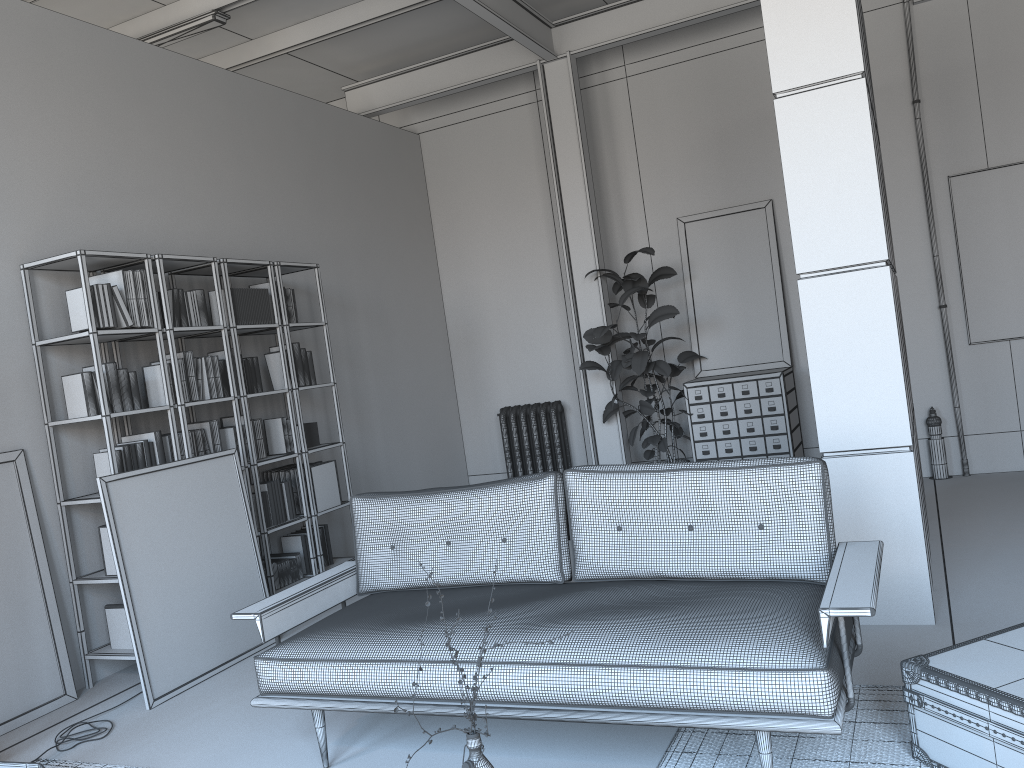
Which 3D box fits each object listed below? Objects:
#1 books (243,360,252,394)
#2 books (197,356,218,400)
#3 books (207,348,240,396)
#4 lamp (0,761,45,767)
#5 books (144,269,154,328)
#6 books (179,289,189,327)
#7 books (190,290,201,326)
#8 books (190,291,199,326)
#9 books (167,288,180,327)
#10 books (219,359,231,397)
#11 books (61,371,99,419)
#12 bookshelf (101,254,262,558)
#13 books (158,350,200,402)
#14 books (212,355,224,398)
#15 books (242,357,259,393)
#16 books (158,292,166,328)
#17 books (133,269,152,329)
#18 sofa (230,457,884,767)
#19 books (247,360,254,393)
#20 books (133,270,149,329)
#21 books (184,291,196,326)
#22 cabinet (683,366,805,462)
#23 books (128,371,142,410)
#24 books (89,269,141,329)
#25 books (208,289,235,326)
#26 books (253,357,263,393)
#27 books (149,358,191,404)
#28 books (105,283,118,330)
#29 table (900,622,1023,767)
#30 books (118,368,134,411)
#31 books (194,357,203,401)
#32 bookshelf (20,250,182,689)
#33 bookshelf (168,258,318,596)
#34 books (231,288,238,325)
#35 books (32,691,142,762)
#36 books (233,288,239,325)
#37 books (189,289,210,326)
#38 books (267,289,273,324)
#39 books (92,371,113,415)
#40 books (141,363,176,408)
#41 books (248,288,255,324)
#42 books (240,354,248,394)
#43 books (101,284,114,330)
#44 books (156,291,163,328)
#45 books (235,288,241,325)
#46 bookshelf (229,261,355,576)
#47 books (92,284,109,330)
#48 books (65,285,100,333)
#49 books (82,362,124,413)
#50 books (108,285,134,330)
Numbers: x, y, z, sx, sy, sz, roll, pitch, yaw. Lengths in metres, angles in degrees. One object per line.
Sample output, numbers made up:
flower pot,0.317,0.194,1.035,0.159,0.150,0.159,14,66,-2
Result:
books,-1.752,-0.033,5.704,0.165,0.227,0.022,-7,2,25
books,-1.873,-0.026,5.315,0.193,0.265,0.062,-7,2,25
books,-1.800,-0.064,5.585,0.224,0.304,0.038,-7,2,25
lamp,-2.365,0.604,2.911,1.194,2.144,1.284,-7,2,37
books,-2.113,-0.453,4.932,0.303,0.326,0.033,-7,2,25
books,-1.995,-0.428,5.221,0.178,0.242,0.057,-7,2,25
books,-1.951,-0.431,5.312,0.180,0.238,0.027,-7,2,25
books,-1.961,-0.426,5.289,0.187,0.232,0.023,-7,2,25
books,-2.004,-0.423,5.153,0.178,0.244,0.077,-7,2,24
books,-1.858,-0.023,5.553,0.180,0.244,0.057,-7,2,25
books,-2.241,0.064,4.608,0.178,0.242,0.057,-7,2,25
bookshelf,-1.907,0.413,5.231,0.455,2.276,0.455,-7,2,25
books,-1.954,-0.032,5.190,0.222,0.303,0.071,-7,2,25
books,-1.857,-0.031,5.379,0.193,0.265,0.062,-7,2,25
books,-1.747,-0.045,5.772,0.180,0.244,0.057,-7,2,25
books,-2.055,-0.404,5.081,0.168,0.224,0.019,-7,2,25
books,-2.118,-0.453,4.895,0.272,0.326,0.027,-7,2,25
sofa,0.127,0.838,3.313,2.347,0.948,0.952,-7,2,25
books,-1.744,-0.034,5.725,0.165,0.227,0.022,-7,2,25
books,-2.149,-0.445,4.863,0.317,0.315,0.056,-7,2,25
books,-1.973,-0.423,5.263,0.196,0.229,0.035,-7,2,25
cabinet,1.958,0.430,7.400,0.796,1.026,0.668,-7,2,25
books,-2.118,0.049,4.871,0.164,0.223,0.052,-7,2,25
books,-2.175,-0.439,4.807,0.319,0.318,0.068,-7,2,25
books,-1.792,-0.464,5.471,0.182,0.240,0.016,-7,2,25
books,-1.732,-0.048,5.830,0.180,0.244,0.057,-7,2,25
books,-1.970,-0.006,5.100,0.193,0.265,0.091,-7,2,25
books,-2.151,-0.397,4.640,0.186,0.236,0.022,-7,2,25
table,1.663,0.974,2.600,0.706,0.330,0.667,-9,2,-20
books,-2.152,0.046,4.804,0.178,0.242,0.083,-7,2,25
books,-1.922,-0.017,5.259,0.193,0.267,0.084,-7,2,26
bookshelf,-2.125,0.457,4.793,0.455,2.276,0.455,-7,2,25
bookshelf,-1.702,0.371,5.700,0.455,2.276,0.455,-7,2,25
books,-1.785,-0.465,5.485,0.182,0.240,0.016,-7,2,25
books,-2.112,0.554,3.476,0.264,2.162,2.306,-8,2,3
books,-1.779,-0.467,5.499,0.182,0.240,0.016,-7,2,25
books,-1.930,-0.441,5.363,0.178,0.242,0.083,-7,2,25
books,-1.650,-0.493,5.784,0.182,0.240,0.016,-7,2,25
books,-2.196,0.057,4.659,0.178,0.244,0.077,-7,2,26
books,-2.005,0.012,5.027,0.178,0.244,0.057,-7,2,25
books,-1.721,-0.478,5.628,0.182,0.240,0.016,-7,2,25
books,-1.800,-0.045,5.663,0.195,0.266,0.091,-7,2,25
books,-2.162,-0.393,4.616,0.179,0.231,0.032,-7,2,25
books,-2.078,-0.405,5.056,0.173,0.231,0.029,-7,2,25
books,-1.772,-0.468,5.514,0.182,0.240,0.016,-7,2,25
bookshelf,-1.493,0.329,6.145,0.455,2.276,0.455,-7,2,25
books,-2.175,-0.390,4.587,0.179,0.231,0.032,-7,2,25
books,-2.200,-0.383,4.551,0.164,0.223,0.052,-7,2,25
books,-2.172,0.032,4.721,0.204,0.278,0.065,-7,2,25
books,-2.124,-0.397,4.697,0.184,0.229,0.107,-7,2,25
